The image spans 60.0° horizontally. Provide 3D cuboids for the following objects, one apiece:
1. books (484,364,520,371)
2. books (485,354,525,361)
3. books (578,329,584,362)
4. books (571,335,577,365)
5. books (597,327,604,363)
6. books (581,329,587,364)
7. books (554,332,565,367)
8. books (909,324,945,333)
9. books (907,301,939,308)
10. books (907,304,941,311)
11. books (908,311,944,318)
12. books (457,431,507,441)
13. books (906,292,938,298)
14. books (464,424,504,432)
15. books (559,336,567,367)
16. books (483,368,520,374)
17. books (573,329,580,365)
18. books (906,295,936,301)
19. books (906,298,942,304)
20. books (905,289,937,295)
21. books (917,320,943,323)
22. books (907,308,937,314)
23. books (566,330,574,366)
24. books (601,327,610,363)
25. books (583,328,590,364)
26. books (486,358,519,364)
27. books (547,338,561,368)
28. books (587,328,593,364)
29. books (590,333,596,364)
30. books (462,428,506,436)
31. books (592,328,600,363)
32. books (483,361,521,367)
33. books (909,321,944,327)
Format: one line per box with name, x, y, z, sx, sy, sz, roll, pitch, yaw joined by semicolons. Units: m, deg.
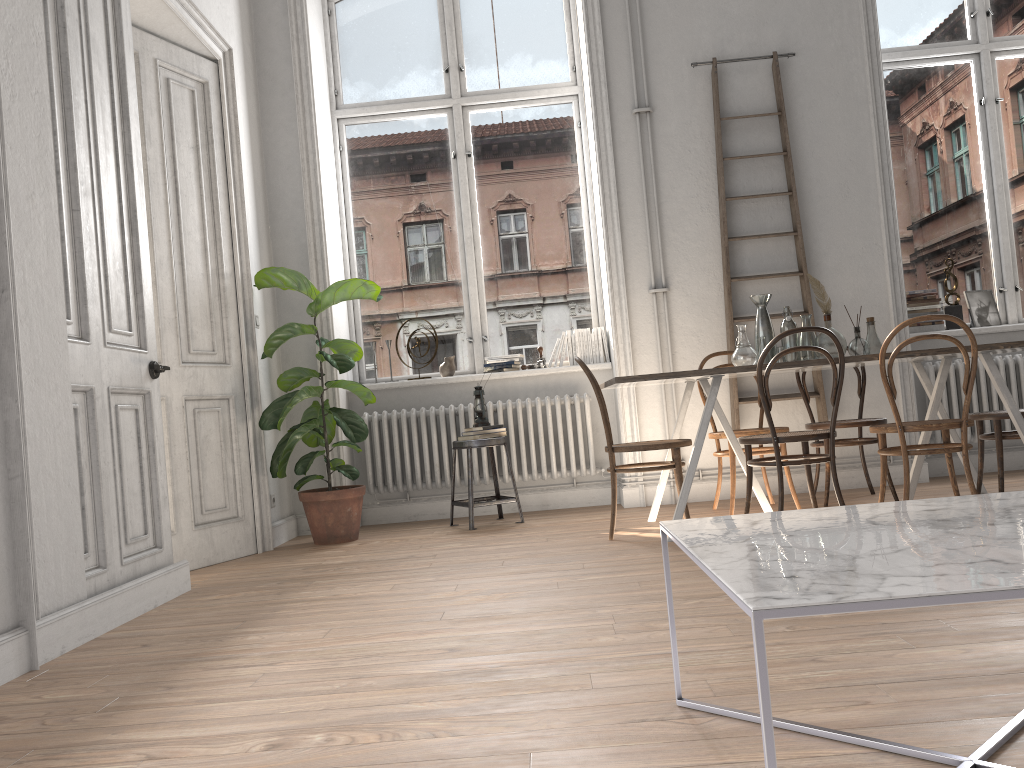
books;-0.066;-0.110;6.028;0.205;0.022;0.155;-6;-2;22
books;-0.048;-0.180;6.036;0.244;0.019;0.174;-5;-2;12
books;0.464;-0.246;6.026;0.019;0.243;0.174;-5;-2;2
books;0.422;-0.223;6.028;0.020;0.205;0.155;-5;-2;2
books;0.597;-0.258;6.024;0.024;0.243;0.175;-5;-2;2
books;0.484;-0.247;6.043;0.019;0.243;0.174;-5;-2;2
books;0.322;-0.230;6.031;0.100;0.235;0.174;-5;-2;2
books;2.722;-0.359;5.928;0.248;0.043;0.192;-5;-2;2
books;2.723;-0.525;5.943;0.205;0.022;0.155;-5;-2;-3
books;2.729;-0.503;5.948;0.222;0.024;0.158;-5;-2;2
books;2.725;-0.455;5.946;0.245;0.028;0.193;-5;-2;-3
books;-0.182;0.322;5.471;0.194;0.034;0.246;-7;-3;42
books;2.718;-0.588;5.945;0.205;0.020;0.155;-5;-2;2
books;-0.173;0.273;5.475;0.147;0.027;0.221;-6;-2;34
books;0.348;-0.216;6.031;0.072;0.203;0.155;-5;-2;2
books;-0.070;-0.087;6.031;0.147;0.023;0.221;-3;-3;-39
books;0.442;-0.244;6.018;0.024;0.243;0.175;-5;-2;2
books;2.706;-0.566;5.945;0.231;0.023;0.162;-6;-2;17
books;2.716;-0.545;5.944;0.244;0.019;0.174;-5;-2;2
books;2.711;-0.609;5.955;0.201;0.024;0.159;-5;-2;-8
books;2.719;-0.415;5.928;0.249;0.023;0.175;-5;-2;2
books;2.727;-0.480;5.941;0.205;0.022;0.155;-6;-2;16
books;0.395;-0.239;6.050;0.024;0.243;0.175;-5;-2;2
books;0.628;-0.261;6.021;0.040;0.244;0.174;-5;-2;2
books;0.506;-0.249;6.047;0.024;0.243;0.175;-5;-2;2
books;-0.066;-0.154;6.016;0.205;0.020;0.155;-5;-2;-8
books;0.285;-0.207;6.036;0.105;0.194;0.155;-5;-2;1
books;0.526;-0.252;6.024;0.019;0.243;0.174;-5;-2;2
books;0.550;-0.235;6.024;0.020;0.205;0.155;-5;-2;2
books;-0.173;0.295;5.474;0.232;0.029;0.163;-4;-2;-27
books;0.572;-0.255;6.045;0.024;0.243;0.175;-5;-2;2
books;-0.066;-0.132;6.027;0.221;0.023;0.147;-6;-2;18
books;2.721;-0.392;5.927;0.249;0.023;0.175;-5;-2;-3
